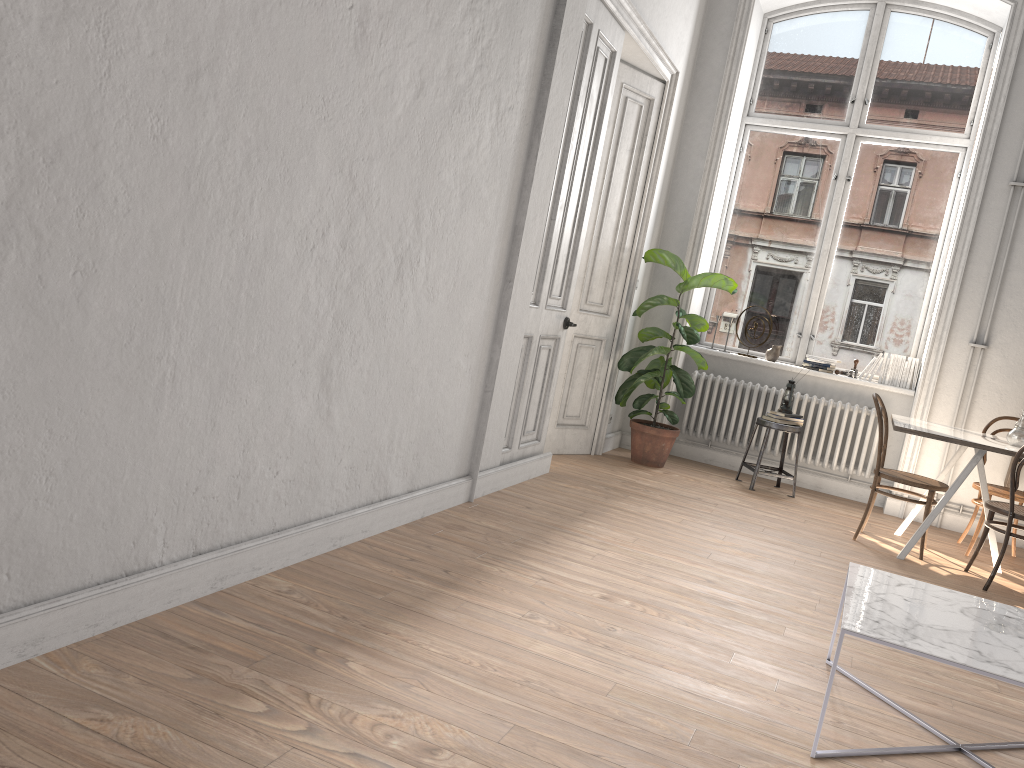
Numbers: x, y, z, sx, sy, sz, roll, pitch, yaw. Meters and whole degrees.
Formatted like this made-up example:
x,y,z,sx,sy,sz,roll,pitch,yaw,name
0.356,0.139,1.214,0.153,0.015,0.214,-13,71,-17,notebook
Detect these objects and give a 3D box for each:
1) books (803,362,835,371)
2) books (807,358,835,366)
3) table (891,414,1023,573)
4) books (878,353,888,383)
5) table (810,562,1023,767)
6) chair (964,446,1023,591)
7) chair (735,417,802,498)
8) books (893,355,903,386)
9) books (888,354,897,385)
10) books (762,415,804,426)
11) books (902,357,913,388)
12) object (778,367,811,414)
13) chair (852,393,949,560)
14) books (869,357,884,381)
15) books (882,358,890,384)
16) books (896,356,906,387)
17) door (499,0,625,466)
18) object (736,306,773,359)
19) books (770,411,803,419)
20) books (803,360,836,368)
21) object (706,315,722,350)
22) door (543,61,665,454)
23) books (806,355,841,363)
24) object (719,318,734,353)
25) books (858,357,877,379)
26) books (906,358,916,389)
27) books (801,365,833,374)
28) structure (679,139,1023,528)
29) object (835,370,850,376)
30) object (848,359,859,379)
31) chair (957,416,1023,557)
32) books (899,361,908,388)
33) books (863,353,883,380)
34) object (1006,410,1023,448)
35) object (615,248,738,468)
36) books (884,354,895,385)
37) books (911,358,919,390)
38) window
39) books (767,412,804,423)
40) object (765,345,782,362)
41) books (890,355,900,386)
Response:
x,y,z,sx,sy,sz,roll,pitch,yaw,name
2.474,-0.140,7.151,0.205,0.022,0.155,16,8,41,books
2.481,-0.181,7.133,0.205,0.020,0.155,12,6,11,books
3.332,0.836,5.250,2.199,0.780,1.100,13,7,21,table
2.930,-0.127,7.003,0.024,0.243,0.175,13,7,21,books
1.433,0.950,2.747,0.848,0.392,0.849,13,7,21,table
2.898,0.716,4.955,0.437,0.921,0.549,13,7,17,chair
1.981,0.543,6.751,0.364,0.523,0.360,10,7,-5,chair
3.031,-0.104,6.963,0.024,0.243,0.175,13,7,21,books
2.985,-0.112,6.957,0.019,0.244,0.174,13,7,21,books
2.060,0.277,6.744,0.246,0.034,0.193,7,7,-28,books
3.091,-0.089,6.939,0.024,0.243,0.175,13,7,21,books
2.141,0.036,6.736,0.163,0.384,0.154,10,7,-5,object
2.452,0.562,5.575,0.548,0.921,0.438,15,8,30,chair
2.875,-0.118,7.004,0.072,0.203,0.155,13,7,21,books
2.942,-0.103,6.977,0.020,0.205,0.155,13,7,21,books
3.042,-0.099,6.935,0.019,0.244,0.174,13,7,21,books
0.206,-0.793,5.160,0.216,2.817,1.096,14,7,23,door
1.992,-0.434,7.324,0.087,0.425,0.347,6,8,-36,object
2.082,0.233,6.737,0.221,0.027,0.147,6,8,-36,books
2.480,-0.161,7.147,0.221,0.023,0.147,16,8,37,books
1.715,-0.434,7.478,0.095,0.289,0.095,6,8,-37,object
0.497,-0.864,6.295,1.097,2.817,0.216,4,9,-43,door
2.511,-0.202,7.141,0.243,0.019,0.174,15,7,31,books
1.799,-0.407,7.383,0.095,0.289,0.095,4,10,-46,object
2.817,-0.128,7.030,0.105,0.194,0.155,13,7,20,books
3.106,-0.083,6.911,0.024,0.243,0.175,13,7,21,books
2.466,-0.119,7.160,0.147,0.023,0.221,9,7,-20,books
4.096,-1.016,6.201,5.178,4.478,0.340,13,7,21,structure
2.641,-0.092,7.090,0.153,0.048,0.087,7,7,-29,object
2.707,-0.123,7.001,0.048,0.153,0.087,10,7,-8,object
3.261,0.688,5.822,0.437,0.921,0.549,13,7,19,chair
3.059,-0.075,6.930,0.020,0.205,0.155,13,7,21,books
2.855,-0.139,7.010,0.100,0.235,0.174,13,7,21,books
3.024,0.264,5.261,0.132,0.220,0.132,12,7,11,object
3.426,0.265,5.650,5.822,1.844,0.792,14,7,26,object
2.961,-0.116,6.957,0.024,0.243,0.175,13,7,21,books
3.134,-0.077,6.898,0.040,0.244,0.174,13,7,21,books
2.664,-1.580,7.206,1.621,2.846,0.013,13,7,21,window
2.076,0.254,6.739,0.232,0.029,0.162,10,6,-8,books
2.139,-0.255,7.267,0.100,0.142,0.102,10,7,-4,object
3.009,-0.108,6.966,0.019,0.244,0.174,13,7,21,books
